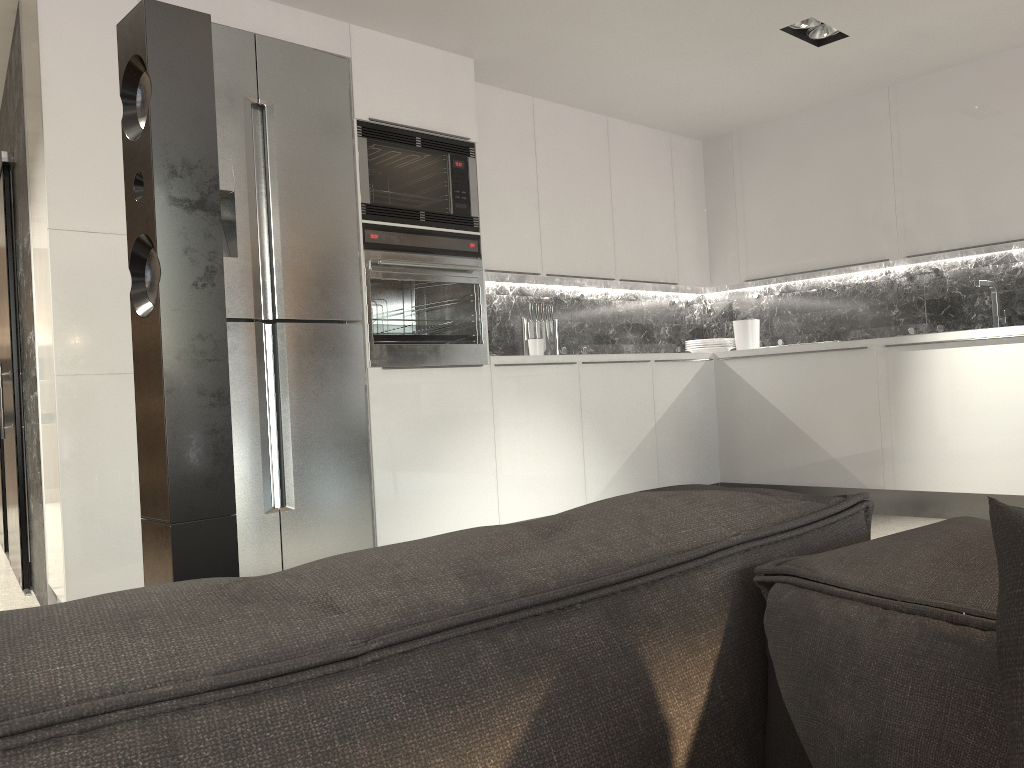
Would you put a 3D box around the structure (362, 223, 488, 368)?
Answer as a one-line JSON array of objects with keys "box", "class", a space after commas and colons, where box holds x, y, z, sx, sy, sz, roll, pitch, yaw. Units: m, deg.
[{"box": [-0.563, -0.398, 4.351, 0.702, 0.651, 0.614, -3, -1, -43], "class": "structure"}]

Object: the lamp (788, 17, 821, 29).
[{"box": [1.425, -1.775, 4.280, 0.170, 0.077, 0.183, -3, -1, 23], "class": "lamp"}]

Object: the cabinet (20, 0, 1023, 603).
[{"box": [1.947, -0.523, 2.669, 4.696, 2.501, 6.540, -3, -1, -43], "class": "cabinet"}]

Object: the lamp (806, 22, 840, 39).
[{"box": [1.564, -1.782, 4.410, 0.171, 0.077, 0.182, -3, -1, 18], "class": "lamp"}]

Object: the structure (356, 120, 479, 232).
[{"box": [-0.625, -0.960, 4.390, 0.697, 0.450, 0.579, -3, -1, -43], "class": "structure"}]

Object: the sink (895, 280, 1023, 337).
[{"box": [2.721, -0.319, 4.747, 0.537, 0.520, 1.090, -3, -1, -43], "class": "sink"}]

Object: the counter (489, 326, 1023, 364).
[{"box": [1.714, -0.223, 4.299, 2.843, 0.041, 3.809, -3, -1, -43], "class": "counter"}]

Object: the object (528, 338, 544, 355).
[{"box": [0.139, -0.206, 5.039, 0.091, 0.117, 0.093, -3, -1, 6], "class": "object"}]

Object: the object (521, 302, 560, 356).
[{"box": [0.169, -0.316, 5.181, 0.307, 0.336, 0.057, -3, -1, -39], "class": "object"}]

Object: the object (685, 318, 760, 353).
[{"box": [1.456, -0.328, 6.170, 0.374, 0.234, 0.523, -3, -1, -33], "class": "object"}]

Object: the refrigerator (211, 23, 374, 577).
[{"box": [-1.177, -0.257, 3.797, 0.921, 2.343, 0.552, -2, -1, -43], "class": "refrigerator"}]

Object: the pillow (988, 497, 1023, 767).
[{"box": [-0.122, 0.211, 0.005, 2.074, 0.431, 1.070, -3, -1, 8], "class": "pillow"}]

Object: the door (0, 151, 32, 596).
[{"box": [-3.017, 0.000, 5.202, 0.136, 2.056, 2.701, -3, -1, -33], "class": "door"}]

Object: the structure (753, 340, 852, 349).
[{"box": [1.940, -0.249, 5.589, 0.598, 0.011, 0.589, -3, -1, -43], "class": "structure"}]
